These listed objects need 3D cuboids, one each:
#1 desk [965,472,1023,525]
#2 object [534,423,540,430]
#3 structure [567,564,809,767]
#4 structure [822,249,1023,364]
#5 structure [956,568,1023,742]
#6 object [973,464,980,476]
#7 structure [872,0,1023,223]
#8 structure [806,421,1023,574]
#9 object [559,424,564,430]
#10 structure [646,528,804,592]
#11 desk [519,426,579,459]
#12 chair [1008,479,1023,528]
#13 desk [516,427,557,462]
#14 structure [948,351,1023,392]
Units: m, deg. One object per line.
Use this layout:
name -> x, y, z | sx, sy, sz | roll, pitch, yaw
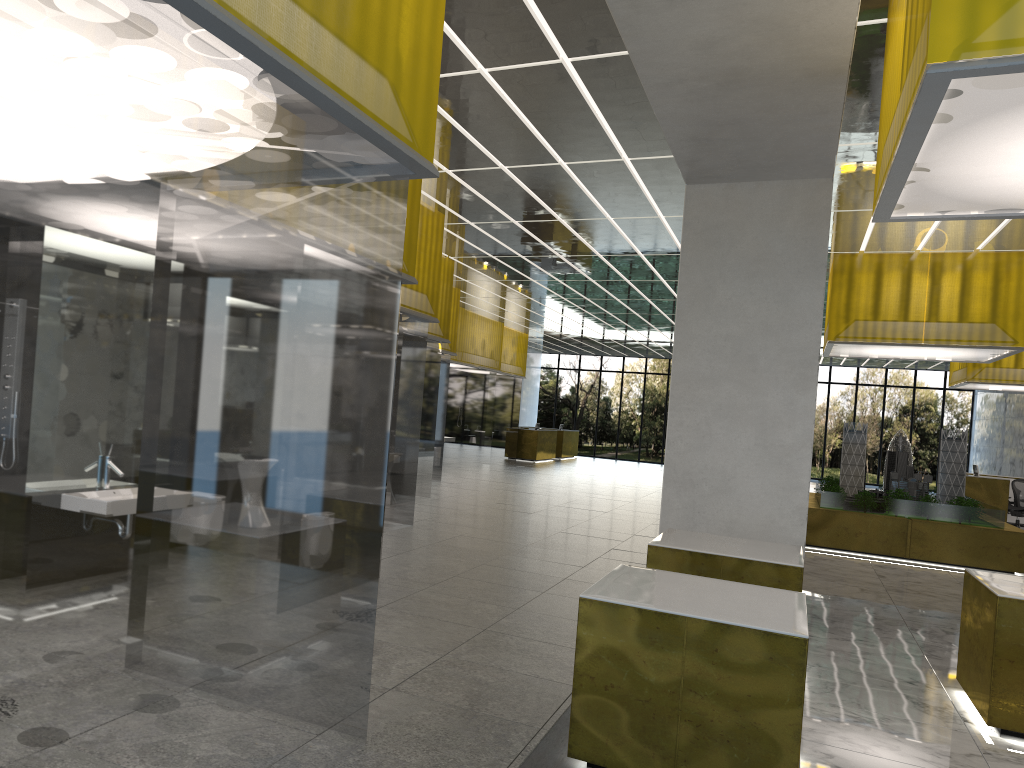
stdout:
desk -> 14.737, 3.522, 25.026 | 3.340, 1.508, 3.363 | 4, -2, 23
object -> 1.095, 2.254, 41.879 | 0.571, 0.667, 0.724 | 4, -1, 22
structure -> 1.243, 2.027, 5.870 | 1.417, 1.173, 1.394 | 4, -1, 23
structure -> 8.303, -1.751, 17.536 | 3.380, 2.269, 3.132 | 4, -1, 23
structure -> 4.681, 2.340, 7.151 | 1.417, 1.173, 1.394 | 4, -1, 23
object -> 13.966, 2.754, 25.464 | 0.571, 0.667, 0.724 | 4, -1, 22
structure -> 4.132, -2.480, 4.933 | 3.380, 2.269, 3.131 | 4, -1, 23
structure -> 8.442, 2.192, 18.690 | 4.016, 2.570, 4.975 | 4, -1, 22
object -> 2.557, 2.510, 46.298 | 0.571, 0.667, 0.725 | 4, -1, 22
structure -> 2.099, 2.177, 8.457 | 1.417, 1.173, 1.394 | 4, -1, 23
desk -> 1.665, 3.173, 46.702 | 3.340, 1.508, 3.363 | 4, -2, 23
chair -> 14.813, 3.516, 24.832 | 0.969, 1.493, 1.193 | 5, -1, -43
desk -> 0.216, 2.919, 42.321 | 3.340, 1.508, 3.363 | 4, -2, 23
structure -> 15.044, -0.979, 25.048 | 3.380, 2.269, 3.010 | 4, -1, 23
